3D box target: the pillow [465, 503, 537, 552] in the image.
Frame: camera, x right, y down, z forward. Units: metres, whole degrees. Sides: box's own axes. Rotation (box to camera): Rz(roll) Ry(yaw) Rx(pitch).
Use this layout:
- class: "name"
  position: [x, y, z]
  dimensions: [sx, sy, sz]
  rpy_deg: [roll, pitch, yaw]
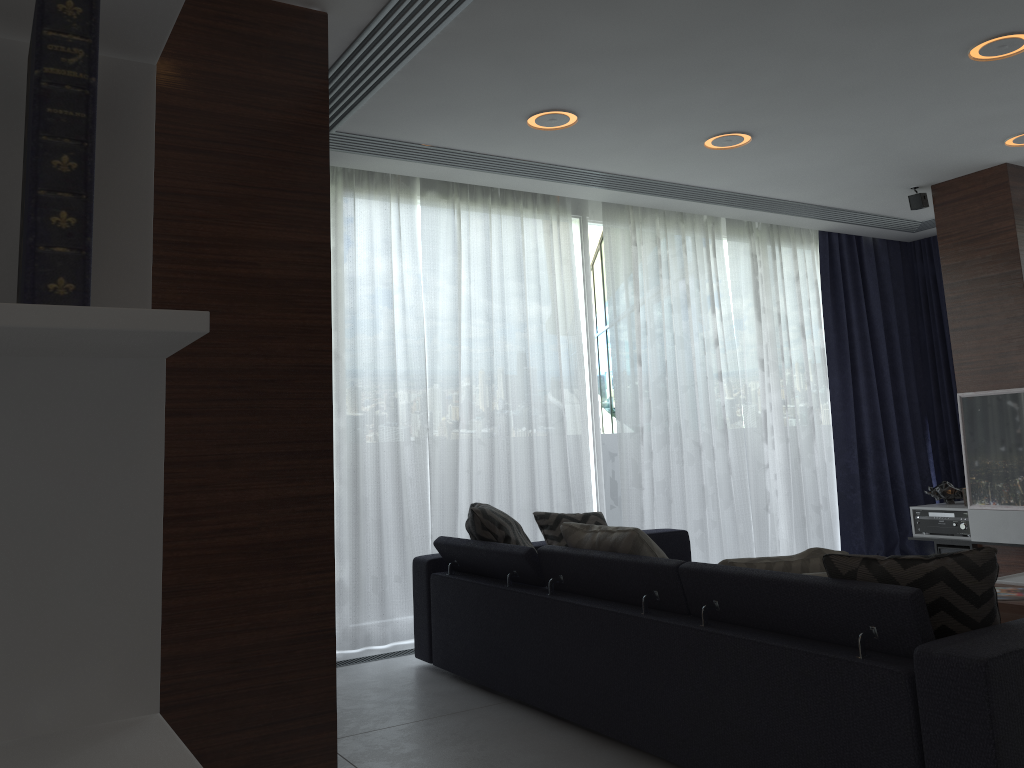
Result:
- class: "pillow"
  position: [-0.031, 0.813, 4.081]
  dimensions: [0.355, 0.525, 0.591]
  rpy_deg: [-3, -7, -1]

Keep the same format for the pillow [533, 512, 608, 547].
- class: "pillow"
  position: [0.357, 0.817, 4.498]
  dimensions: [0.414, 0.349, 0.283]
  rpy_deg: [1, -8, -26]

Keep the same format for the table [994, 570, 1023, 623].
- class: "table"
  position: [2.168, 0.972, 3.435]
  dimensions: [0.804, 0.357, 0.792]
  rpy_deg: [0, -6, -31]

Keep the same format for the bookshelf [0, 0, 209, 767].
- class: "bookshelf"
  position: [-0.669, 0.183, 1.114]
  dimensions: [0.299, 1.844, 1.137]
  rpy_deg: [3, -10, -31]

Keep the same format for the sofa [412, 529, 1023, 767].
- class: "sofa"
  position: [1.073, 0.901, 3.527]
  dimensions: [1.896, 0.616, 2.844]
  rpy_deg: [0, -6, -31]

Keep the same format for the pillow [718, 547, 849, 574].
- class: "pillow"
  position: [0.854, 0.682, 2.756]
  dimensions: [0.417, 0.356, 0.277]
  rpy_deg: [-4, -8, 12]

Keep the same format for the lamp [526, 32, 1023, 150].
- class: "lamp"
  position: [3.531, -1.646, 1.081]
  dimensions: [9.513, 0.085, 5.326]
  rpy_deg: [-7, -6, 45]

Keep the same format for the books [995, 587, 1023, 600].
- class: "books"
  position: [4.989, 0.566, 1.017]
  dimensions: [8.185, 0.377, 0.403]
  rpy_deg: [-6, -7, 37]

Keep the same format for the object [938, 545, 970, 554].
- class: "object"
  position: [2.824, 1.131, 5.474]
  dimensions: [0.254, 0.254, 0.211]
  rpy_deg: [1, -8, -31]

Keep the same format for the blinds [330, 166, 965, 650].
- class: "blinds"
  position: [1.905, -0.249, 3.339]
  dimensions: [7.129, 2.808, 5.739]
  rpy_deg: [0, -6, -28]

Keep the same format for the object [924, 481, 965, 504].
- class: "object"
  position: [2.893, 0.715, 5.828]
  dimensions: [0.310, 0.152, 0.136]
  rpy_deg: [-4, -7, 16]

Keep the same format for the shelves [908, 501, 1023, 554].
- class: "shelves"
  position: [3.531, 0.944, 4.917]
  dimensions: [0.871, 0.505, 2.326]
  rpy_deg: [1, -6, -31]

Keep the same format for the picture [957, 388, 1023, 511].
- class: "picture"
  position: [2.902, 0.387, 5.219]
  dimensions: [0.053, 0.710, 0.495]
  rpy_deg: [3, -10, -31]

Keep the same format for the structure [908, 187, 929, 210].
- class: "structure"
  position: [2.653, -1.207, 5.770]
  dimensions: [0.114, 0.144, 0.084]
  rpy_deg: [4, -10, -41]

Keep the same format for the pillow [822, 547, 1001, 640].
- class: "pillow"
  position: [1.054, 0.608, 2.297]
  dimensions: [0.413, 0.391, 0.220]
  rpy_deg: [-6, -9, 28]

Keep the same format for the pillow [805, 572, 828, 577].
- class: "pillow"
  position: [1.025, 0.664, 2.530]
  dimensions: [0.414, 0.298, 0.327]
  rpy_deg: [-5, -7, 21]

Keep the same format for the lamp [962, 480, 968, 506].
- class: "lamp"
  position: [2.884, 0.664, 5.559]
  dimensions: [0.077, 0.214, 0.152]
  rpy_deg: [-5, -8, 17]

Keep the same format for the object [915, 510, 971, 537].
- class: "object"
  position: [2.852, 0.878, 5.648]
  dimensions: [0.368, 0.152, 0.366]
  rpy_deg: [0, -6, -31]

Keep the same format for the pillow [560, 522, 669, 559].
- class: "pillow"
  position: [0.448, 0.712, 3.303]
  dimensions: [0.342, 0.393, 0.490]
  rpy_deg: [2, -8, -31]
